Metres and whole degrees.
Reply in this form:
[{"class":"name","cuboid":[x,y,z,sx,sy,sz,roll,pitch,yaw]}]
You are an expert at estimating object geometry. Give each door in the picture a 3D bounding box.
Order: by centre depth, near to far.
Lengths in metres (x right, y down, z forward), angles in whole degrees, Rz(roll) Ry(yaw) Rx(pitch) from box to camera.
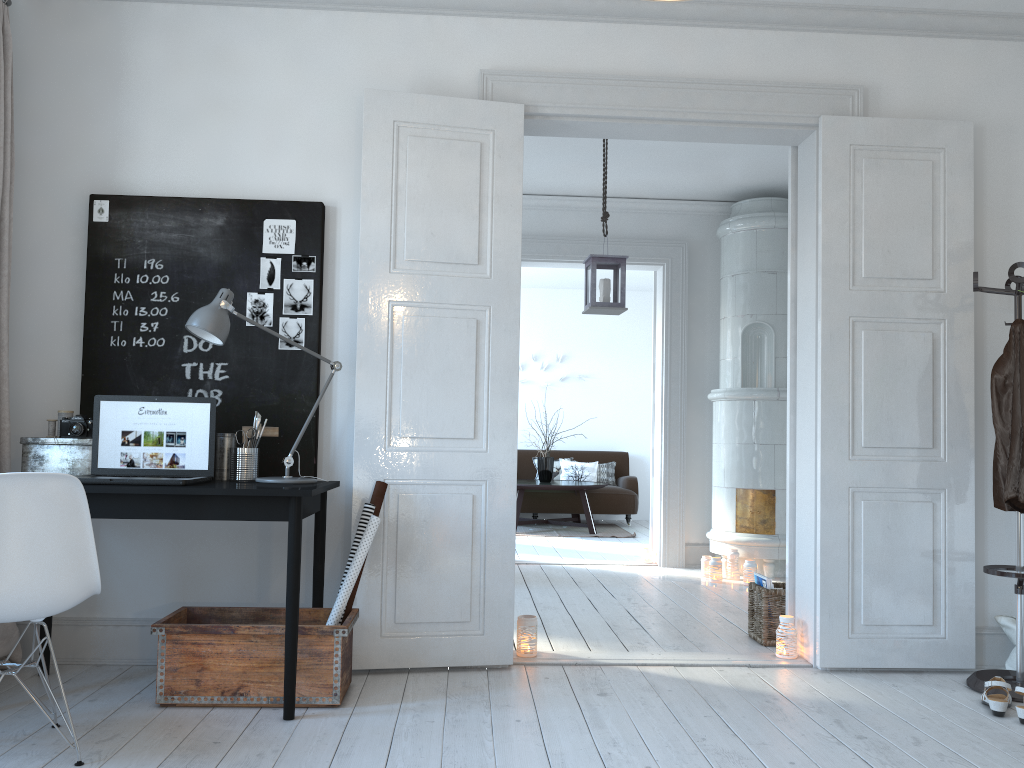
[{"class":"door","cuboid":[0.656,-0.054,3.891,2.599,2.503,0.578,1,-3,-3]},{"class":"door","cuboid":[0.498,0.136,6.899,2.599,2.503,0.578,1,-3,-3]}]

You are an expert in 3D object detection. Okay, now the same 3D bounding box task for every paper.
[{"class":"paper","cuboid":[-0.625,0.797,3.250,0.283,0.626,0.041,2,-3,-25]},{"class":"paper","cuboid":[-0.628,0.783,3.310,0.043,0.668,0.266,-1,-4,42]},{"class":"paper","cuboid":[-0.604,0.746,3.383,0.048,0.746,0.297,-1,-4,42]}]

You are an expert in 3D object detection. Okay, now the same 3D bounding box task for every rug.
[{"class":"rug","cuboid":[0.360,1.523,9.454,1.710,0.055,1.457,1,-4,-2]}]

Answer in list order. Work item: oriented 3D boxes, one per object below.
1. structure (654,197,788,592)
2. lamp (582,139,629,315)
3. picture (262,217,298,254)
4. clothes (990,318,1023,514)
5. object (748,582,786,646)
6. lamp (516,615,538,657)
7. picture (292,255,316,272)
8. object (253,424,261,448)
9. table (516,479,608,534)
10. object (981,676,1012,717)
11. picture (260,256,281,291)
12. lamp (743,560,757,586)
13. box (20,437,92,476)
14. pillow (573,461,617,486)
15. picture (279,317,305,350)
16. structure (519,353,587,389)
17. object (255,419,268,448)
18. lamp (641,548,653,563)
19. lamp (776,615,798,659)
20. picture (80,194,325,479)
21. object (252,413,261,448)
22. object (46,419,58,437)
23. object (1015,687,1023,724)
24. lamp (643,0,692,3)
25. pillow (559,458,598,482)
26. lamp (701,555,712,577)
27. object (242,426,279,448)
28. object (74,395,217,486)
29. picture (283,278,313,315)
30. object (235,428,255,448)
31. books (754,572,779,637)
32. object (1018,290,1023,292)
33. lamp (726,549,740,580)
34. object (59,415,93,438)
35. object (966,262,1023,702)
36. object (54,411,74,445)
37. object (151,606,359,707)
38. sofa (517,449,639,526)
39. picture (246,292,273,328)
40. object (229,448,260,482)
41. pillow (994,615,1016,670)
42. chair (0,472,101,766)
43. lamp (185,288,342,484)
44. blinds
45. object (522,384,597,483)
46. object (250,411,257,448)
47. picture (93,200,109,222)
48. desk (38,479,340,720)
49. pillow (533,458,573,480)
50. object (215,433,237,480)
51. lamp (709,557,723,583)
[{"class":"structure","cuboid":[1.708,0.051,6.422,0.800,2.825,1.248,-1,-4,42]},{"class":"lamp","cuboid":[0.565,-1.305,5.292,0.228,1.760,0.228,1,-3,-6]},{"class":"picture","cuboid":[-0.959,-0.615,3.662,0.147,0.154,0.004,1,-3,-3]},{"class":"clothes","cuboid":[1.992,0.125,3.440,0.237,0.769,0.211,0,-3,30]},{"class":"object","cuboid":[1.301,1.103,4.262,0.270,0.264,0.224,1,-3,-3]},{"class":"lamp","cuboid":[0.065,1.086,3.821,0.089,0.166,0.089,2,-3,-10]},{"class":"picture","cuboid":[-0.859,-0.499,3.663,0.095,0.071,0.001,1,-3,-3]},{"class":"object","cuboid":[-1.000,0.262,3.419,0.009,0.221,0.083,0,-3,26]},{"class":"table","cuboid":[0.365,1.297,9.438,1.300,0.503,1.301,2,-4,-13]},{"class":"object","cuboid":[1.762,1.115,3.227,0.099,0.125,0.272,-1,-4,29]},{"class":"picture","cuboid":[-0.995,-0.456,3.653,0.083,0.145,0.002,1,-3,-3]},{"class":"lamp","cuboid":[1.596,1.265,5.942,0.089,0.166,0.089,1,-3,-4]},{"class":"box","cuboid":[-1.677,0.280,3.361,0.317,0.152,0.193,1,-3,-3]},{"class":"pillow","cuboid":[0.964,1.045,10.377,0.542,0.287,0.183,1,-3,-2]},{"class":"picture","cuboid":[-0.905,-0.209,3.646,0.103,0.136,0.001,1,-3,-3]},{"class":"structure","cuboid":[0.396,-0.134,10.760,1.025,0.478,0.085,1,-3,-3]},{"class":"object","cuboid":[-0.988,0.253,3.414,0.084,0.240,0.009,3,-3,-26]},{"class":"lamp","cuboid":[1.047,1.334,6.887,0.093,0.110,0.094,0,-3,14]},{"class":"lamp","cuboid":[1.205,1.110,3.891,0.093,0.179,0.093,2,-3,-20]},{"class":"picture","cuboid":[-1.272,-0.183,3.656,0.953,1.171,0.064,1,-3,-3]},{"class":"object","cuboid":[-1.003,0.241,3.429,0.012,0.264,0.062,-1,-3,39]},{"class":"object","cuboid":[-1.766,0.171,3.403,0.040,0.069,0.040,2,-3,-15]},{"class":"object","cuboid":[1.860,1.109,3.091,0.272,0.125,0.099,3,-4,-30]},{"class":"lamp","cuboid":[0.245,-1.190,1.213,0.338,1.230,0.341,0,-3,28]},{"class":"pillow","cuboid":[0.769,1.020,10.256,0.471,0.309,0.188,1,-3,-2]},{"class":"lamp","cuboid":[1.379,1.292,6.276,0.084,0.146,0.084,1,-3,2]},{"class":"object","cuboid":[-0.985,0.271,3.468,0.138,0.208,0.034,2,-3,-23]},{"class":"object","cuboid":[-1.316,0.193,3.125,0.445,0.315,0.326,1,-3,-3]},{"class":"picture","cuboid":[-0.881,-0.361,3.654,0.121,0.152,0.002,1,-3,-3]},{"class":"object","cuboid":[-1.040,0.270,3.422,0.081,0.198,0.050,0,-3,22]},{"class":"books","cuboid":[1.289,1.070,4.264,0.201,0.299,0.180,1,-3,-3]},{"class":"object","cuboid":[2.052,0.361,2.544,1.044,1.552,0.289,0,-3,27]},{"class":"lamp","cuboid":[1.542,1.257,6.187,0.098,0.209,0.098,1,-3,2]},{"class":"object","cuboid":[-1.610,0.157,3.278,0.137,0.087,0.073,1,-3,-3]},{"class":"object","cuboid":[2.001,0.370,3.499,0.374,1.657,0.375,1,-3,5]},{"class":"object","cuboid":[-1.708,0.164,3.340,0.056,0.130,0.167,1,-3,-4]},{"class":"object","cuboid":[-0.909,0.979,3.197,0.664,0.282,0.340,1,-3,-3]},{"class":"sofa","cuboid":[0.334,1.175,10.233,2.165,0.824,0.969,1,-3,-3]},{"class":"picture","cuboid":[-1.036,-0.305,3.643,0.107,0.150,0.001,1,-3,-3]},{"class":"object","cuboid":[-1.029,0.310,3.410,0.108,0.128,0.108,1,-3,12]},{"class":"pillow","cuboid":[2.214,1.056,3.655,0.317,0.314,0.273,1,-3,-2]},{"class":"chair","cuboid":[-1.445,0.655,2.542,0.474,0.823,0.554,3,-4,-38]},{"class":"lamp","cuboid":[-0.933,0.016,3.361,0.617,0.715,0.230,3,-3,-32]},{"class":"blinds","cuboid":[-1.971,-0.232,3.132,0.225,2.645,0.832,1,-3,-3]},{"class":"object","cuboid":[0.492,0.516,9.416,0.846,1.065,0.525,3,-3,-32]},{"class":"object","cuboid":[-1.007,0.237,3.429,0.008,0.267,0.060,1,-3,14]},{"class":"picture","cuboid":[-1.682,-0.709,3.630,0.061,0.088,0.004,2,-3,-6]},{"class":"desk","cuboid":[-1.260,0.734,3.189,1.159,0.758,0.651,1,-3,-3]},{"class":"pillow","cuboid":[0.473,1.027,10.316,0.473,0.347,0.158,1,-3,-5]},{"class":"object","cuboid":[-1.122,0.288,3.478,0.079,0.188,0.079,2,-3,-24]},{"class":"lamp","cuboid":[1.390,1.267,6.045,0.089,0.166,0.089,1,-3,-1]}]
